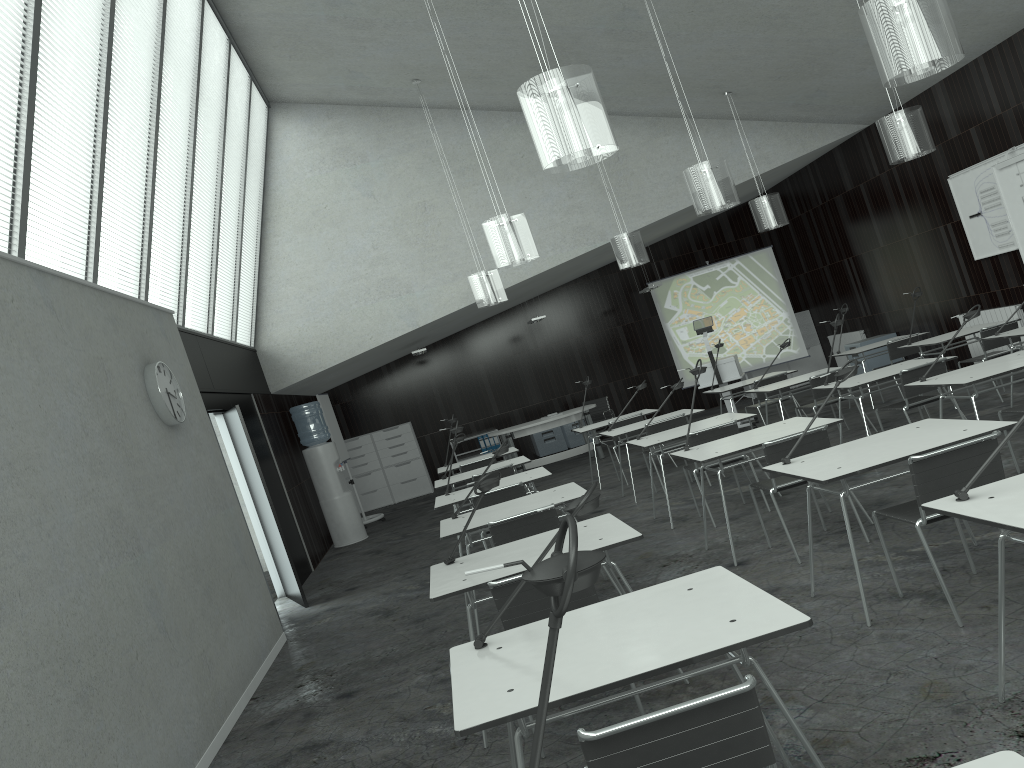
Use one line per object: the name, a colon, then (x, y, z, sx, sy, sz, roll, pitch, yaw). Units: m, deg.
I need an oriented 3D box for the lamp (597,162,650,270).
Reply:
lamp: (1.039, -2.582, 9.964, 0.350, 2.307, 0.359, -17, 0, -5)

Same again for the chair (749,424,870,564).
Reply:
chair: (1.640, 0.669, 5.090, 0.428, 0.765, 0.555, -17, 0, -5)

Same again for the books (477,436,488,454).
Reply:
books: (-0.486, 1.102, 14.514, 0.072, 0.320, 0.262, -17, 0, -5)

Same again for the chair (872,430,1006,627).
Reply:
chair: (1.812, 0.625, 3.684, 0.428, 0.765, 0.555, -17, 0, -5)

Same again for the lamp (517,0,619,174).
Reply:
lamp: (-0.116, -2.466, 3.932, 0.350, 2.848, 0.359, -17, 0, -5)

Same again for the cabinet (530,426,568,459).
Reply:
cabinet: (0.586, 1.002, 14.512, 0.502, 0.648, 0.598, -17, 0, -6)

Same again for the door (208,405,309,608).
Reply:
door: (-2.232, 1.201, 7.899, 0.365, 2.020, 0.940, -17, 0, -5)

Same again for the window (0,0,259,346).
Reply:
window: (-2.456, -2.198, 4.079, 1.144, 3.101, 12.775, -17, 0, -5)

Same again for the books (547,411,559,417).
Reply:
books: (0.572, 0.464, 12.369, 0.164, 0.032, 0.183, -17, 0, 8)

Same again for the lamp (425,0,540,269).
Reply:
lamp: (-0.374, -2.405, 6.872, 0.350, 2.848, 0.359, -17, 0, -5)

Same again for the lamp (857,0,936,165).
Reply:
lamp: (2.983, -2.882, 7.176, 0.350, 1.761, 0.359, -17, 0, -5)

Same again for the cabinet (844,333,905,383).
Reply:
cabinet: (5.112, -0.393, 12.448, 0.598, 0.648, 0.502, -17, 0, -6)

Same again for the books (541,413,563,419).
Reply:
books: (0.554, 0.496, 12.407, 0.210, 0.021, 0.297, -17, 0, -22)

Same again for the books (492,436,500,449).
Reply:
books: (-0.262, 1.032, 14.535, 0.072, 0.320, 0.262, -17, 0, -5)

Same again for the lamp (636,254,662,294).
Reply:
lamp: (1.528, -3.264, 13.148, 0.212, 3.595, 0.600, -17, 0, -5)

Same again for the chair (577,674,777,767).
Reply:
chair: (0.400, 1.075, 2.010, 0.428, 0.765, 0.555, -17, 0, -5)

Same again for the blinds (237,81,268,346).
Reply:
blinds: (-2.937, -2.070, 9.991, 1.106, 2.982, 0.889, -17, 0, -5)

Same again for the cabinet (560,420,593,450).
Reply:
cabinet: (1.075, 0.849, 14.558, 0.502, 0.648, 0.598, -17, 0, -6)

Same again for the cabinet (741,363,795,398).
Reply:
cabinet: (4.147, -0.452, 14.856, 0.639, 1.285, 0.587, -17, 0, -5)

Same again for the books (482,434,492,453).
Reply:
books: (-0.405, 1.076, 14.521, 0.072, 0.320, 0.262, -17, 0, -5)

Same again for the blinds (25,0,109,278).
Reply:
blinds: (-2.506, -2.155, 5.066, 1.094, 2.949, 0.889, -17, 0, -5)

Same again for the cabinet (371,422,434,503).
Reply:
cabinet: (-1.757, 1.393, 14.301, 0.639, 1.292, 0.587, -17, 0, -5)

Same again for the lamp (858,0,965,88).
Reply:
lamp: (1.555, -2.703, 4.083, 0.350, 2.307, 0.359, -17, 0, -5)

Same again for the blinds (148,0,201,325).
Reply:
blinds: (-2.679, -2.114, 7.037, 1.094, 2.949, 0.889, -17, 0, -5)

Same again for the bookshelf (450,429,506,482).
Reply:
bookshelf: (-0.520, 1.296, 14.499, 0.817, 0.739, 0.403, -17, 0, -5)

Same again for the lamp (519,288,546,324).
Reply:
lamp: (-0.170, -2.735, 12.989, 0.212, 3.595, 0.600, -17, 0, -5)

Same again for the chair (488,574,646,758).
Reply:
chair: (0.194, 1.129, 3.549, 0.428, 0.765, 0.555, -17, 0, -2)

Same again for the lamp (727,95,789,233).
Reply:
lamp: (2.726, -2.821, 10.116, 0.350, 1.761, 0.359, -17, 0, -5)

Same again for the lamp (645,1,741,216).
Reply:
lamp: (1.297, -2.642, 7.023, 0.350, 2.307, 0.359, -17, 0, -5)

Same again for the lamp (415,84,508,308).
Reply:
lamp: (-0.632, -2.344, 9.812, 0.350, 2.848, 0.359, -17, 0, -5)

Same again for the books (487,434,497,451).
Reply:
books: (-0.333, 1.054, 14.528, 0.072, 0.320, 0.262, -17, 0, -5)

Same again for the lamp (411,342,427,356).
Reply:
lamp: (-1.868, -2.205, 12.829, 0.212, 3.595, 0.600, -17, 0, -5)

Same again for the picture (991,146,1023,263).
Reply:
picture: (5.192, -1.901, 8.421, 0.254, 1.508, 1.191, -17, 0, -5)

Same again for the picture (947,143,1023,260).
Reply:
picture: (5.261, -2.124, 8.153, 0.050, 1.102, 3.818, -17, 0, -5)

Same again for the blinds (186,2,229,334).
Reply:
blinds: (-2.765, -2.094, 8.020, 1.094, 2.949, 0.889, -17, 0, -5)

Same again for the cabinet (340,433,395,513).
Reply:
cabinet: (-2.373, 1.585, 14.243, 0.639, 1.292, 0.587, -17, 0, -5)

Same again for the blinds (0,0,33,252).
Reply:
blinds: (-2.420, -2.175, 4.082, 1.094, 2.949, 0.889, -17, 0, -5)

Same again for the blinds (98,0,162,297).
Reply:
blinds: (-2.593, -2.134, 6.053, 1.094, 2.949, 0.889, -17, 0, -5)

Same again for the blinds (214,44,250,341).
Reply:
blinds: (-2.851, -2.091, 9.006, 1.106, 2.982, 0.889, -17, 0, -5)

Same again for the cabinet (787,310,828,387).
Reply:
cabinet: (4.763, -0.644, 14.914, 0.639, 1.285, 0.587, -17, 0, -5)

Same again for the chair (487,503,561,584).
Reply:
chair: (0.135, 1.138, 4.997, 0.428, 0.765, 0.555, -17, 0, -6)
